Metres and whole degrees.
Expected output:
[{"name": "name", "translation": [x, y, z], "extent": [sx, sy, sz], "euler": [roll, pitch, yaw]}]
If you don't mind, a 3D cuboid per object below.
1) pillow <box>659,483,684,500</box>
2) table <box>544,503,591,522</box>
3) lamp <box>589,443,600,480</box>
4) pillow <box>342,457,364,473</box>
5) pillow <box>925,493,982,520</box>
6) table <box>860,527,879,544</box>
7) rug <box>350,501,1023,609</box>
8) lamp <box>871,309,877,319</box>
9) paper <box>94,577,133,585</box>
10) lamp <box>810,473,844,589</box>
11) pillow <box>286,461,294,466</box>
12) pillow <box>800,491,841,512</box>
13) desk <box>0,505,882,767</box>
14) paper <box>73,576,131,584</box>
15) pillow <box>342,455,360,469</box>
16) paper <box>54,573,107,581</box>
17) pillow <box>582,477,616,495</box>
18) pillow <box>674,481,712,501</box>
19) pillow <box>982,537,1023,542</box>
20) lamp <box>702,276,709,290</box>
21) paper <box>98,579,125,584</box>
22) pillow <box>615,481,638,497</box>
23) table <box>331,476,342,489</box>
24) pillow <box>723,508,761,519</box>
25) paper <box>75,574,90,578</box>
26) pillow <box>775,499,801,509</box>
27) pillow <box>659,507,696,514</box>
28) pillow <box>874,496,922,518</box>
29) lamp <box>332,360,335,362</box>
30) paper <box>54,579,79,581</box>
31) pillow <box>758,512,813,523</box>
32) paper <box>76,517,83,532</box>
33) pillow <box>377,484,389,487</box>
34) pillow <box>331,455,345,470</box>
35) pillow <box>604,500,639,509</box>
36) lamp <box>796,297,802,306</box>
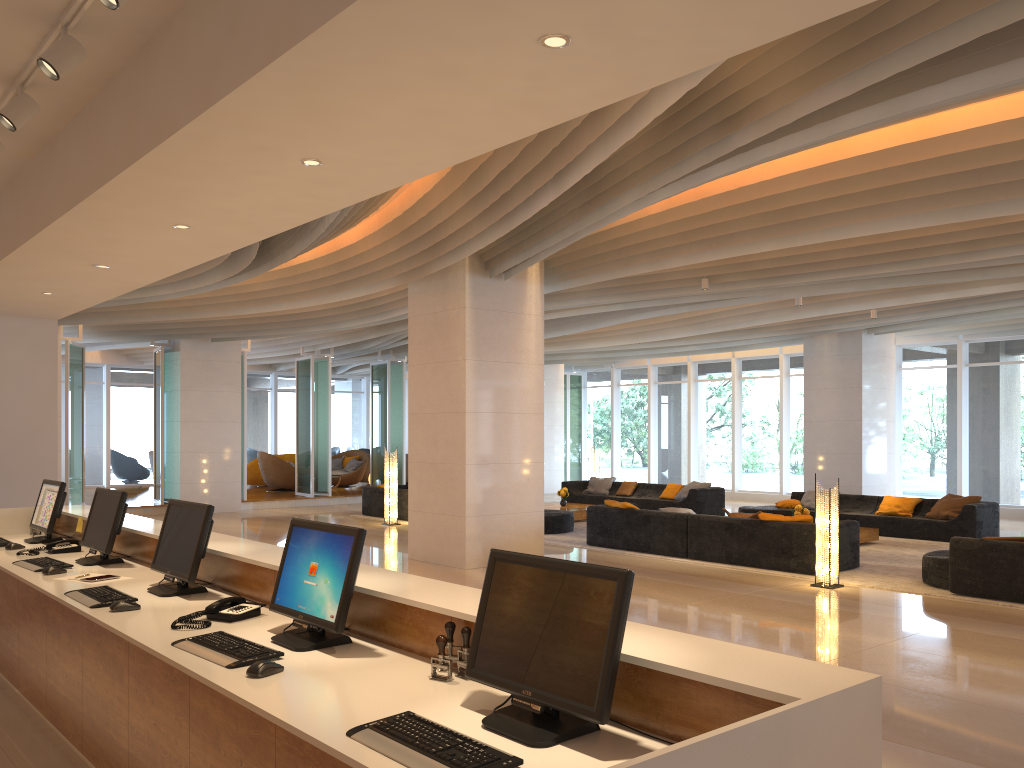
[{"name": "pillow", "translation": [3.208, 2.163, 17.844], "extent": [0.327, 0.312, 0.401], "euler": [1, -2, -38]}, {"name": "table", "translation": [0.979, 2.458, 16.947], "extent": [1.629, 0.220, 1.574], "euler": [3, -4, -40]}, {"name": "lamp", "translation": [1.904, 2.061, 20.543], "extent": [0.254, 1.450, 0.246], "euler": [0, 0, -40]}, {"name": "pillow", "translation": [-4.305, 2.195, 23.989], "extent": [0.471, 0.408, 0.496], "euler": [1, -2, -38]}, {"name": "pillow", "translation": [6.781, 1.892, 13.645], "extent": [0.553, 0.377, 0.632], "euler": [1, -3, -18]}, {"name": "table", "translation": [4.253, 2.235, 13.075], "extent": [1.629, 0.220, 1.574], "euler": [3, -4, -40]}, {"name": "rug", "translation": [4.049, 2.362, 13.319], "extent": [5.611, 0.022, 15.951], "euler": [3, -4, -40]}, {"name": "lamp", "translation": [5.903, -1.818, 14.471], "extent": [0.087, 1.505, 0.090], "euler": [0, 0, 41]}, {"name": "paper", "translation": [-2.106, 1.015, 4.594], "extent": [0.164, 0.001, 0.233], "euler": [-2, -4, 31]}, {"name": "lamp", "translation": [3.334, 1.543, 9.382], "extent": [0.254, 1.197, 0.246], "euler": [0, 0, -40]}, {"name": "pillow", "translation": [-5.627, 2.058, 22.119], "extent": [0.611, 0.454, 0.479], "euler": [-1, -2, 31]}, {"name": "pillow", "translation": [5.274, 2.048, 15.295], "extent": [0.470, 0.416, 0.654], "euler": [2, -3, -40]}, {"name": "desk", "translation": [-1.616, 1.320, 4.236], "extent": [0.913, 1.049, 6.560], "euler": [1, -3, -40]}, {"name": "paper", "translation": [-2.117, 1.014, 4.594], "extent": [0.164, 0.001, 0.234], "euler": [-2, -4, 32]}, {"name": "pillow", "translation": [-4.470, 2.170, 24.371], "extent": [0.597, 0.422, 0.377], "euler": [-1, -2, 28]}, {"name": "paper", "translation": [-2.274, 1.020, 4.686], "extent": [0.164, 0.001, 0.233], "euler": [-2, -4, 27]}, {"name": "pillow", "translation": [1.907, 2.225, 19.408], "extent": [0.630, 0.377, 0.555], "euler": [-1, -3, 28]}, {"name": "pillow", "translation": [3.547, 2.113, 17.470], "extent": [0.553, 0.377, 0.632], "euler": [1, -3, -18]}, {"name": "pillow", "translation": [4.955, 1.637, 8.611], "extent": [0.404, 0.391, 0.595], "euler": [1, -3, -38]}, {"name": "lamp", "translation": [2.521, -1.985, 11.576], "extent": [0.087, 1.505, 0.090], "euler": [0, 0, 41]}, {"name": "paper", "translation": [-2.117, 1.015, 4.594], "extent": [0.164, 0.001, 0.233], "euler": [-2, -4, 31]}, {"name": "pillow", "translation": [2.429, 2.216, 18.765], "extent": [0.327, 0.312, 0.401], "euler": [2, -3, -42]}, {"name": "table", "translation": [-4.968, 2.584, 23.167], "extent": [1.064, 0.318, 0.831], "euler": [-2, -3, 31]}, {"name": "pillow", "translation": [2.955, 1.767, 11.118], "extent": [0.451, 0.409, 0.591], "euler": [1, -3, -38]}, {"name": "paper", "translation": [-2.259, 1.010, 4.657], "extent": [0.009, 0.009, 0.126], "euler": [0, -3, 9]}, {"name": "pillow", "translation": [4.861, 2.121, 15.616], "extent": [0.445, 0.192, 0.592], "euler": [-1, -3, 15]}, {"name": "pillow", "translation": [2.295, 1.851, 11.899], "extent": [0.428, 0.377, 0.577], "euler": [1, -3, -38]}, {"name": "pillow", "translation": [6.177, 2.004, 14.230], "extent": [0.458, 0.394, 0.626], "euler": [2, -3, -41]}, {"name": "lamp", "translation": [-4.627, -1.328, 22.959], "extent": [0.090, 1.505, 0.088], "euler": [0, 0, -31]}, {"name": "paper", "translation": [-2.274, 1.020, 4.686], "extent": [0.164, 0.001, 0.233], "euler": [-2, -4, 26]}, {"name": "pillow", "translation": [3.307, 1.716, 10.587], "extent": [0.630, 0.377, 0.555], "euler": [-1, -3, 28]}, {"name": "paper", "translation": [-2.934, 0.954, 6.022], "extent": [0.098, 0.100, 0.021], "euler": [-2, -1, 44]}, {"name": "pillow", "translation": [-2.440, 2.125, 17.586], "extent": [0.337, 0.316, 0.414], "euler": [-1, -2, 22]}, {"name": "pillow", "translation": [-4.876, 2.187, 24.347], "extent": [0.617, 0.454, 0.475], "euler": [0, -2, 11]}, {"name": "pillow", "translation": [1.667, 1.828, 12.526], "extent": [0.553, 0.377, 0.632], "euler": [1, -3, -18]}, {"name": "lamp", "translation": [4.215, -1.901, 13.032], "extent": [0.088, 1.505, 0.090], "euler": [0, 0, 23]}]
